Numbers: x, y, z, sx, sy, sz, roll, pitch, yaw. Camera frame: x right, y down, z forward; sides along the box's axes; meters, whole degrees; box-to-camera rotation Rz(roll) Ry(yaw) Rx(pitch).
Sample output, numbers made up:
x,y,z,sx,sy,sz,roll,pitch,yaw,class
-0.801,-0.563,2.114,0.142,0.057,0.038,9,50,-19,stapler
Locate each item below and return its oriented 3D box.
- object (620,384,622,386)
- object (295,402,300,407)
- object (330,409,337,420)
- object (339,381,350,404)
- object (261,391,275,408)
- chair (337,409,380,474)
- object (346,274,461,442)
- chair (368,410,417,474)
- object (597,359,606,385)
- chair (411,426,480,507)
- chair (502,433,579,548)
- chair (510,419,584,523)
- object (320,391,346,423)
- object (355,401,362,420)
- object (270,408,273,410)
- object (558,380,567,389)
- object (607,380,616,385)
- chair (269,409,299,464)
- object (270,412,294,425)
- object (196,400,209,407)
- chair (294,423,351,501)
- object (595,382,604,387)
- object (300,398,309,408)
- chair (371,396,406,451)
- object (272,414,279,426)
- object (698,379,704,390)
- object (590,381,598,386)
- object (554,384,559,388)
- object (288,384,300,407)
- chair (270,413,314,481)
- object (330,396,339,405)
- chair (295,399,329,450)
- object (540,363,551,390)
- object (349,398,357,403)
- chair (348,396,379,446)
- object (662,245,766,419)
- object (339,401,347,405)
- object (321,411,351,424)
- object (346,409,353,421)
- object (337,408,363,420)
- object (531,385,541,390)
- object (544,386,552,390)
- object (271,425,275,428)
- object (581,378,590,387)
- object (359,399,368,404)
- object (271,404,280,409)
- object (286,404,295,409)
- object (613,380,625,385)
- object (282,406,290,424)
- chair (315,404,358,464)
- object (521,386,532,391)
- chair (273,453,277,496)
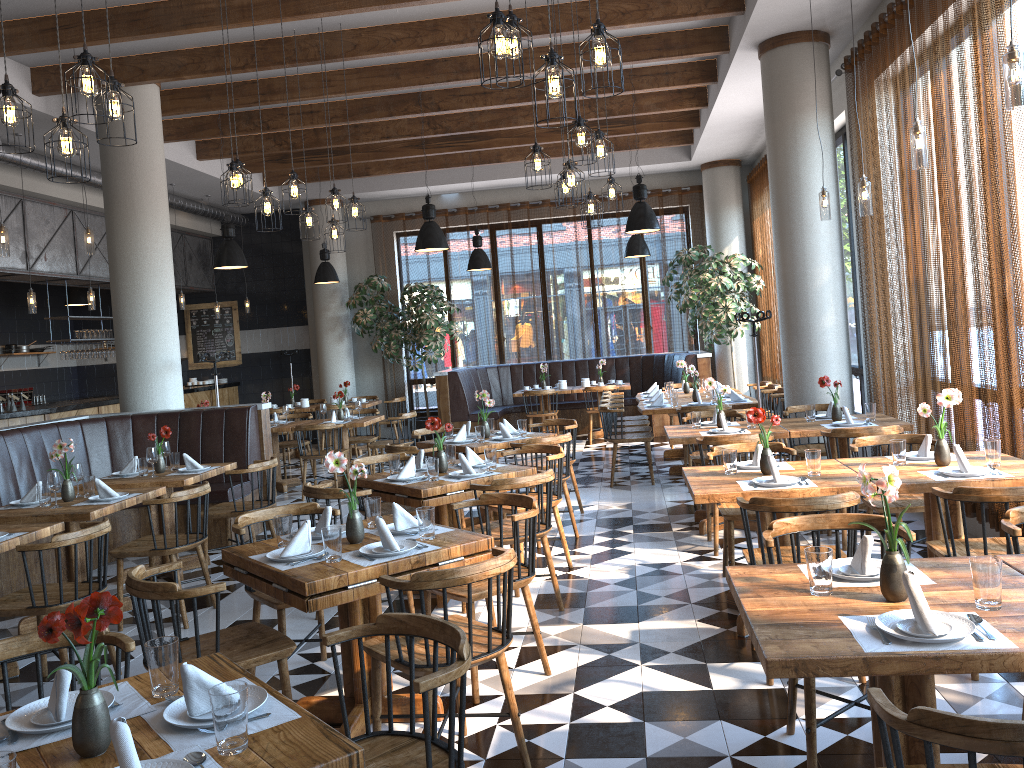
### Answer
x,y,z,sx,sy,sz,roll,pitch,yaw,class
1.592,0.008,12.991,0.034,0.023,0.155,-4,3,-2,object
-3.312,0.315,13.732,0.175,0.067,0.176,-3,3,21,object
-2.090,0.367,10.394,0.080,0.132,0.080,-3,2,42,object
-2.510,0.129,13.370,0.156,0.355,0.171,-5,1,-35,object
-2.884,0.290,10.433,0.146,0.400,0.206,-5,1,-34,object
-1.894,0.743,10.986,0.519,0.817,0.550,-4,1,7,chair
-1.694,-0.425,14.165,1.755,2.780,1.480,-5,1,-12,object
-1.350,0.742,10.235,0.549,0.817,0.520,-4,1,7,chair
1.338,-0.169,13.150,0.146,0.400,0.207,-4,1,13,object
-0.583,0.807,7.918,0.520,0.817,0.549,-5,2,-38,chair
0.207,0.802,6.900,0.520,0.817,0.549,-5,2,-38,chair
0.319,0.746,7.805,0.551,0.817,0.519,-5,2,-38,chair
-2.080,0.259,10.307,0.295,0.355,0.166,-4,1,13,object
-1.787,0.305,10.350,0.081,0.215,0.081,-5,1,-29,object
-3.647,0.376,13.436,0.053,0.025,0.049,-4,2,-4,object
0.753,0.010,13.167,0.130,0.128,0.129,-6,2,-39,object
1.515,-0.028,13.384,0.175,0.067,0.176,-3,3,21,object
-3.368,0.755,12.849,0.519,0.817,0.550,-4,1,7,chair
-2.842,0.405,10.692,0.352,0.137,0.272,-4,3,7,object
-3.681,0.365,10.562,0.156,0.355,0.171,-3,1,45,object
-2.058,0.825,9.667,0.519,0.817,0.550,-4,1,7,chair
1.294,0.014,12.909,0.176,0.067,0.176,-5,3,-10,object
-3.138,0.288,13.414,0.130,0.128,0.129,-6,2,-39,object
-1.842,0.617,13.309,0.549,0.817,0.520,-4,1,7,chair
-2.753,0.419,10.350,0.080,0.132,0.080,-3,2,37,object
2.351,0.002,11.008,0.080,0.132,0.080,-4,1,-8,object
1.238,-0.012,13.470,0.176,0.067,0.175,-6,3,-38,object
0.716,0.027,13.484,0.175,0.067,0.176,-3,3,18,object
-3.316,0.183,13.505,0.171,0.355,0.156,-4,1,-7,object
-2.753,0.802,11.093,0.519,0.817,0.550,-4,1,7,chair
-2.706,0.251,13.500,0.130,0.128,0.129,-6,2,-39,object
-3.209,0.675,14.139,0.519,0.817,0.550,-4,1,7,chair
0.493,-0.114,13.297,0.146,0.400,0.206,-5,1,-26,object
-2.434,0.251,13.673,0.176,0.067,0.175,-6,3,-38,object
-2.359,0.617,14.033,0.519,0.817,0.550,-4,1,7,chair
2.851,-0.703,13.008,1.483,2.780,1.752,-5,1,-34,object
-2.523,0.286,13.153,0.175,0.067,0.176,-3,3,22,object
-2.035,0.378,10.062,0.352,0.137,0.272,-4,3,7,object
-1.872,0.359,10.240,0.080,0.132,0.080,-3,2,37,object
-1.961,0.345,10.582,0.352,0.137,0.272,-4,3,7,object
0.369,0.048,13.559,0.176,0.067,0.175,-6,3,-38,object
0.516,0.065,13.031,0.175,0.067,0.176,-2,4,43,object
-2.915,0.437,10.172,0.352,0.137,0.272,-4,3,7,object
1.096,-0.018,13.202,0.130,0.128,0.129,-6,2,-39,object
-2.240,0.256,13.329,0.176,0.067,0.176,-5,3,-7,object
-3.639,0.349,13.535,0.176,0.067,0.176,-4,3,-1,object
-3.341,0.341,13.258,0.176,0.067,0.175,-6,3,-31,object
1.586,-0.019,13.124,0.176,0.067,0.176,-4,3,-3,object
-2.668,0.365,10.460,0.081,0.215,0.081,-5,1,-29,object
-2.518,0.697,12.743,0.519,0.817,0.550,-4,1,7,chair
0.218,0.073,13.308,0.176,0.067,0.176,-4,3,-1,object
-2.916,0.883,9.774,0.519,0.817,0.550,-4,1,7,chair
